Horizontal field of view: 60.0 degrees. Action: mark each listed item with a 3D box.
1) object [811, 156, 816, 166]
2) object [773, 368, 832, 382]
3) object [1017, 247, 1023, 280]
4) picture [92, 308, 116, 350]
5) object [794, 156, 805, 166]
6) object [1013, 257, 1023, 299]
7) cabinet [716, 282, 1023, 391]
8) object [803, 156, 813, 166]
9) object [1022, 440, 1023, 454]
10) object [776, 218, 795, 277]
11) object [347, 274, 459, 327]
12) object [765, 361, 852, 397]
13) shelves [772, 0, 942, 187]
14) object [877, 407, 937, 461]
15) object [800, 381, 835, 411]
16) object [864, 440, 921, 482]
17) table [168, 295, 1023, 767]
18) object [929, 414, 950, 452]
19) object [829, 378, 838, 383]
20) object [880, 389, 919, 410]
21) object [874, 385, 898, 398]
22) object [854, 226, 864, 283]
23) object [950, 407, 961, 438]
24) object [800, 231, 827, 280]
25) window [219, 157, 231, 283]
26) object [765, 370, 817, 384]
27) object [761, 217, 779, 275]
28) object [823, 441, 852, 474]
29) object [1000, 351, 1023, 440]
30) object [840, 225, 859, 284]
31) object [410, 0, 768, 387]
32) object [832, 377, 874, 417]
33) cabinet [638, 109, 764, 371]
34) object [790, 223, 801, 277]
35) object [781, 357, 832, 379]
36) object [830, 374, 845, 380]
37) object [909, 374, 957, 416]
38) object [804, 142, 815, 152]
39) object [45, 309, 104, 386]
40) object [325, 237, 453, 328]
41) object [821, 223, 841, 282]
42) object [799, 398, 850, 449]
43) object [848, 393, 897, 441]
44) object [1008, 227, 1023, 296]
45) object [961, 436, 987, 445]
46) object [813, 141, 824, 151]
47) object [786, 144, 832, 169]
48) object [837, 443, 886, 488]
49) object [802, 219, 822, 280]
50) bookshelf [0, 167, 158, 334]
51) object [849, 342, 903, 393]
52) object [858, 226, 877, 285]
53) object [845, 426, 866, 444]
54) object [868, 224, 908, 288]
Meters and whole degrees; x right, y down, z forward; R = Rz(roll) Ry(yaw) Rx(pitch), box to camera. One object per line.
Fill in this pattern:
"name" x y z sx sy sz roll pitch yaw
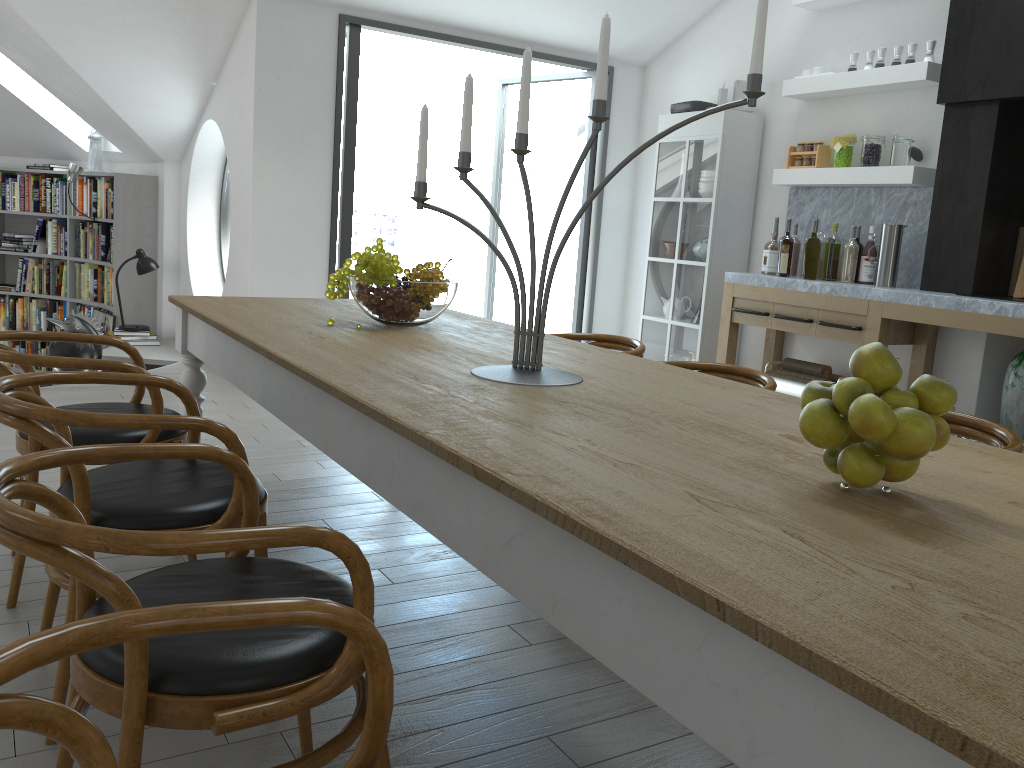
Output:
"object" 1.855 -1.351 5.394 0.058 0.075 0.059 3 9 -8
"object" 1.722 -0.020 5.247 0.101 0.086 0.364 -2 12 -33
"object" 2.652 -0.617 4.551 0.131 0.365 0.068 1 9 -17
"picture" -3.608 -0.206 7.763 0.090 0.859 0.580 -3 11 -41
"object" 1.786 -1.376 5.507 0.058 0.075 0.059 3 9 -8
"object" 2.615 -0.587 4.466 0.148 0.334 0.081 -3 11 -41
"cabinet" 3.324 0.446 3.125 1.004 1.017 6.456 -1 11 -31
"object" 1.820 -1.364 5.450 0.058 0.075 0.059 3 9 -8
"object" 2.509 0.288 4.369 0.264 0.052 0.509 11 12 34
"object" 1.636 -0.808 5.297 0.093 0.357 0.093 4 8 3
"object" -0.357 -0.266 2.883 0.361 0.159 0.360 12 12 38
"object" 1.782 0.022 5.239 0.429 0.230 0.529 -2 12 -33
"shelves" 3.424 -1.237 3.384 0.480 1.356 5.571 -2 12 -37
"object" 0.541 0.068 1.219 0.077 0.076 0.076 8 10 25
"object" 0.470 0.029 1.331 0.071 0.063 0.072 -3 12 -38
"object" 0.553 0.105 1.293 0.078 0.073 0.080 6 9 13
"table" -0.028 0.354 2.239 1.019 0.795 3.363 -2 11 -31
"object" 0.588 0.068 1.249 0.051 0.053 0.053 -3 12 -39
"object" 1.812 -0.009 5.295 0.115 0.079 0.436 -2 12 -33
"object" 0.549 0.030 1.259 0.053 0.050 0.053 9 11 29
"object" 0.544 0.017 1.332 0.073 0.071 0.066 9 10 27
"object" 1.982 -0.748 5.121 0.085 0.329 0.085 1 9 -23
"object" 2.248 0.228 4.497 0.379 0.163 0.224 -5 13 -41
"object" 1.836 -0.772 5.314 0.183 0.285 0.185 3 9 -7
"window" -2.010 -1.240 6.770 0.104 1.464 1.477 -1 10 -31
"object" 1.669 0.003 5.186 0.092 0.093 0.439 -2 12 -33
"object" 1.618 -0.852 5.490 0.085 0.358 0.089 3 9 -10
"object" 0.490 0.110 1.321 0.050 0.050 0.051 -1 10 -27
"object" 2.651 0.068 4.559 0.231 0.496 0.232 6 9 10
"object" 1.914 -0.731 5.015 0.085 0.329 0.085 1 9 -23
"object" 0.125 -0.435 1.982 0.776 0.871 0.266 10 10 32
"object" 0.481 0.018 1.253 0.058 0.057 0.053 1 10 -17
"cabinet" 1.276 -0.851 6.175 0.361 1.981 0.644 -1 10 -31
"object" 1.734 -0.825 5.474 0.085 0.329 0.085 1 9 -23
"object" 1.756 -0.085 5.299 0.104 0.102 0.293 -2 12 -33
"object" 1.889 -0.033 5.318 0.071 0.072 0.424 -2 12 -33
"object" 0.601 0.017 1.266 0.062 0.059 0.062 -1 11 -30
"object" 1.827 -1.448 5.438 0.058 0.075 0.059 3 9 -8
"object" -2.977 -0.230 6.036 0.321 0.560 0.321 9 10 31
"object" -0.381 -0.330 2.872 0.293 0.283 0.395 8 10 22
"object" 1.858 -0.764 5.145 0.092 0.338 0.092 2 9 -13
"object" 0.450 0.057 1.275 0.071 0.072 0.071 8 10 23
"object" 0.488 0.045 1.200 0.062 0.063 0.063 8 10 21
"object" 2.635 -0.634 4.605 0.074 0.357 0.057 2 9 -17
"object" 2.261 0.290 4.268 0.261 0.112 0.154 -5 13 -41
"object" 1.861 -1.436 5.381 0.058 0.075 0.059 3 9 -8
"object" 1.822 -1.387 5.445 0.120 0.145 0.238 -1 11 -31
"object" 0.493 0.115 1.251 0.063 0.063 0.064 1 10 -20
"object" 1.740 -0.775 5.131 0.093 0.357 0.093 6 9 12
"bookshelf" -5.478 -0.980 7.477 4.334 1.872 2.117 -2 11 -31
"object" 0.526 -0.024 1.281 0.072 0.074 0.073 -1 11 -31
"object" 2.024 -0.727 5.023 0.081 0.328 0.081 3 8 -4
"object" 0.520 0.067 1.354 0.060 0.055 0.060 -3 11 -36
"object" 2.053 -0.704 4.858 0.114 0.338 0.165 0 10 -28
